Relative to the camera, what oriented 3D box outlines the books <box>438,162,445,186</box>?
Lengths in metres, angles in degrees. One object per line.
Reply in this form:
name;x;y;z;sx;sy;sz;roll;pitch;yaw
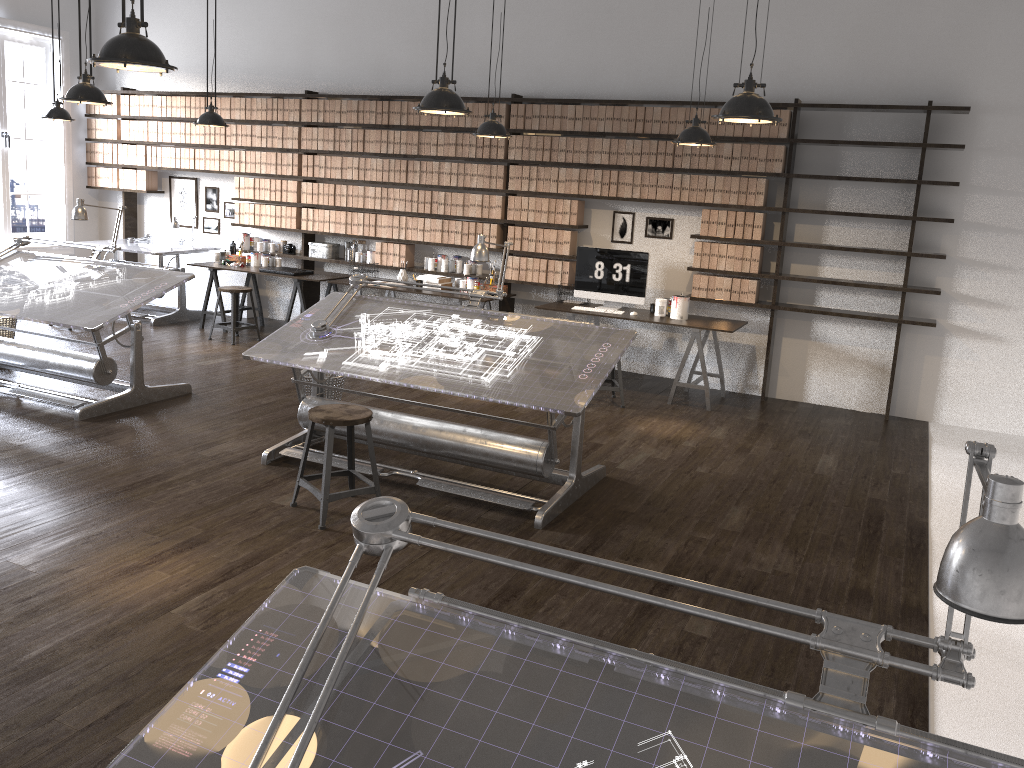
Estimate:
books;-0.630;-2.010;8.494;0.067;0.223;0.176;8;12;24

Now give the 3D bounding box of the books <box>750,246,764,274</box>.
books;2.040;-1.033;7.372;0.067;0.223;0.176;8;12;24

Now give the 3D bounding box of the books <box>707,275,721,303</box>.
books;1.723;-0.812;7.554;0.067;0.223;0.176;8;12;24

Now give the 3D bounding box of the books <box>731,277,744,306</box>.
books;1.903;-0.783;7.473;0.067;0.223;0.176;8;12;24

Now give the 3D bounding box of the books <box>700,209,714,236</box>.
books;1.655;-1.367;7.506;0.067;0.223;0.176;8;12;24

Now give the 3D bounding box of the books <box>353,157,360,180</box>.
books;-1.518;-2.155;8.890;0.067;0.224;0.176;8;12;24

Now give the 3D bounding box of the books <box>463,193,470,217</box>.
books;-0.389;-1.697;8.426;0.067;0.223;0.176;8;12;24

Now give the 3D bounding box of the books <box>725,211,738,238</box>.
books;1.848;-1.336;7.420;0.067;0.223;0.176;8;12;24

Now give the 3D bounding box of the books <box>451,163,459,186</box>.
books;-0.509;-1.989;8.436;0.067;0.224;0.176;8;12;24

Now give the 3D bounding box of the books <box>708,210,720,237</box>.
books;1.720;-1.357;7.477;0.067;0.223;0.175;8;12;24

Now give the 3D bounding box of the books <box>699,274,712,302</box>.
books;1.660;-0.821;7.577;0.067;0.224;0.176;8;12;24

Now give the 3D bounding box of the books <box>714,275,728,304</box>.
books;1.779;-0.803;7.527;0.067;0.223;0.176;8;12;24

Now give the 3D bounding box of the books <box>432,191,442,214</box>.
books;-0.702;-1.749;8.569;0.067;0.223;0.176;8;12;24

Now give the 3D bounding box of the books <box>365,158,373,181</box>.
books;-1.389;-2.135;8.838;0.067;0.223;0.175;8;12;24

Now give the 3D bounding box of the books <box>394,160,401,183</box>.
books;-1.078;-2.084;8.698;0.067;0.223;0.176;8;12;24

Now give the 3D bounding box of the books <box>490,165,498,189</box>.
books;-0.136;-1.928;8.271;0.067;0.223;0.176;8;12;24

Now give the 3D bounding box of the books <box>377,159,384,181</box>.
books;-1.263;-2.112;8.774;0.067;0.223;0.176;8;12;24

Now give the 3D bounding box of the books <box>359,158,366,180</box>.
books;-1.453;-2.145;8.865;0.067;0.223;0.176;8;12;24

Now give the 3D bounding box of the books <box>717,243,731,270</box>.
books;1.793;-1.073;7.481;0.067;0.223;0.175;8;12;24

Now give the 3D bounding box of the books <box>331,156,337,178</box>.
books;-1.760;-2.195;9.004;0.067;0.223;0.176;8;12;24

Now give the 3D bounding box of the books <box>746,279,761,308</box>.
books;2.023;-0.762;7.414;0.067;0.224;0.176;8;12;24

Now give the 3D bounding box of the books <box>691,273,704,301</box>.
books;1.602;-0.833;7.610;0.067;0.223;0.176;8;12;24

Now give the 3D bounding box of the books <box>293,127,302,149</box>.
books;-2.177;-2.534;9.147;0.067;0.224;0.176;8;12;24

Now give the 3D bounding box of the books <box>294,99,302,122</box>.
books;-2.154;-2.802;9.095;0.067;0.223;0.176;8;12;24

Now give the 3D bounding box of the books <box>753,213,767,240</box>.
books;2.051;-1.302;7.326;0.067;0.223;0.176;8;12;24

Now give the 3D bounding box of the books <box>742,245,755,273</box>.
books;1.976;-1.044;7.399;0.067;0.223;0.176;8;12;24

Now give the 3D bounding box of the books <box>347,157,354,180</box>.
books;-1.583;-2.166;8.921;0.067;0.223;0.176;8;12;24

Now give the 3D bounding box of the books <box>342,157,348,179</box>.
books;-1.639;-2.175;8.948;0.067;0.223;0.176;8;12;24

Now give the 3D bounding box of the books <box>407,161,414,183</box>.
books;-0.944;-2.061;8.637;0.067;0.223;0.176;8;12;24

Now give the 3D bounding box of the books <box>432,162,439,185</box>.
books;-0.693;-2.019;8.517;0.067;0.224;0.176;8;12;24

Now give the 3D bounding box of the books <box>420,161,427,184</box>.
books;-0.815;-2.040;8.579;0.067;0.223;0.175;8;12;24

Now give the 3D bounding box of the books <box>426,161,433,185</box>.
books;-0.751;-2.030;8.550;0.067;0.223;0.176;8;12;24

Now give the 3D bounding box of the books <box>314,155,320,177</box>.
books;-1.952;-2.227;9.091;0.067;0.223;0.176;8;12;24

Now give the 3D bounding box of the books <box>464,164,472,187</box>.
books;-0.380;-1.969;8.384;0.067;0.223;0.175;8;12;24

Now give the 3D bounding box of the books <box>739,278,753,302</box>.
books;1.967;-0.773;7.446;0.067;0.223;0.175;8;12;24

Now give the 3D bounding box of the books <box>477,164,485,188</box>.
books;-0.255;-1.947;8.320;0.067;0.223;0.176;8;12;24

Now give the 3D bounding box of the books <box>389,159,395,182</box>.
books;-1.139;-2.093;8.722;0.067;0.223;0.176;8;12;24

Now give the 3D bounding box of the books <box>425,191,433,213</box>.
books;-0.773;-1.759;8.594;0.067;0.224;0.176;8;12;24

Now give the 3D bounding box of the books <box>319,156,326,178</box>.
books;-1.890;-2.216;9.058;0.067;0.223;0.175;8;12;24

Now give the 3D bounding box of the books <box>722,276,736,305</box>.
books;1.838;-0.793;7.498;0.067;0.224;0.176;8;12;24

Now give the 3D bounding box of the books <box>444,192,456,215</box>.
books;-0.574;-1.728;8.510;0.067;0.223;0.175;8;12;24

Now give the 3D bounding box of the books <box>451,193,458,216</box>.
books;-0.510;-1.717;8.481;0.067;0.223;0.176;8;12;24

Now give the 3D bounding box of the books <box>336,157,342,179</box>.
books;-1.701;-2.184;8.971;0.067;0.224;0.176;8;12;24

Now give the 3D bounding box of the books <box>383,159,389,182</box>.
books;-1.198;-2.101;8.744;0.067;0.224;0.176;8;12;24

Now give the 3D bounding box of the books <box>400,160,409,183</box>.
books;-1.014;-2.072;8.663;0.067;0.224;0.176;8;12;24

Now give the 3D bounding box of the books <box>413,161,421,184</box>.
books;-0.881;-2.050;8.604;0.067;0.223;0.175;8;12;24

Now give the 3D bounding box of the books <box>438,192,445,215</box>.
books;-0.640;-1.738;8.535;0.067;0.223;0.175;8;12;24

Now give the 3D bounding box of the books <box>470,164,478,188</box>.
books;-0.319;-1.958;8.352;0.067;0.223;0.175;8;12;24

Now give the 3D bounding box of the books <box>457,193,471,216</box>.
books;-0.452;-1.706;8.449;0.067;0.224;0.176;8;12;24

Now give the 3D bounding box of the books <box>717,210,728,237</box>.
books;1.782;-1.346;7.445;0.067;0.223;0.175;8;12;24

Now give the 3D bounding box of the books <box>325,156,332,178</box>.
books;-1.824;-2.206;9.033;0.067;0.223;0.175;8;12;24

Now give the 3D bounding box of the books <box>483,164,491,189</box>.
books;-0.195;-1.937;8.293;0.067;0.224;0.176;8;12;24

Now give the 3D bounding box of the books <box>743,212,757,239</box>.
books;1.983;-1.314;7.359;0.067;0.223;0.176;8;12;24

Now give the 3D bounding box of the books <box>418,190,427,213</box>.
books;-0.837;-1.771;8.629;0.067;0.223;0.176;8;12;24

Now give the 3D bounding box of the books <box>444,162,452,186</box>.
books;-0.574;-2.000;8.467;0.067;0.223;0.176;8;12;24

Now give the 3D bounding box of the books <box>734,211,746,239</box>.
books;1.914;-1.324;7.385;0.067;0.224;0.176;8;12;24

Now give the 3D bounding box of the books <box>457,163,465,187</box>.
books;-0.444;-1.979;8.411;0.067;0.223;0.176;8;12;24

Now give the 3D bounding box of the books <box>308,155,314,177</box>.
books;-2.022;-2.237;9.117;0.067;0.224;0.176;8;12;24

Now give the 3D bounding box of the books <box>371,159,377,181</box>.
books;-1.327;-2.124;8.806;0.067;0.223;0.175;8;12;24

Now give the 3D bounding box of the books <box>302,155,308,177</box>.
books;-2.087;-2.249;9.152;0.067;0.223;0.176;8;12;24
